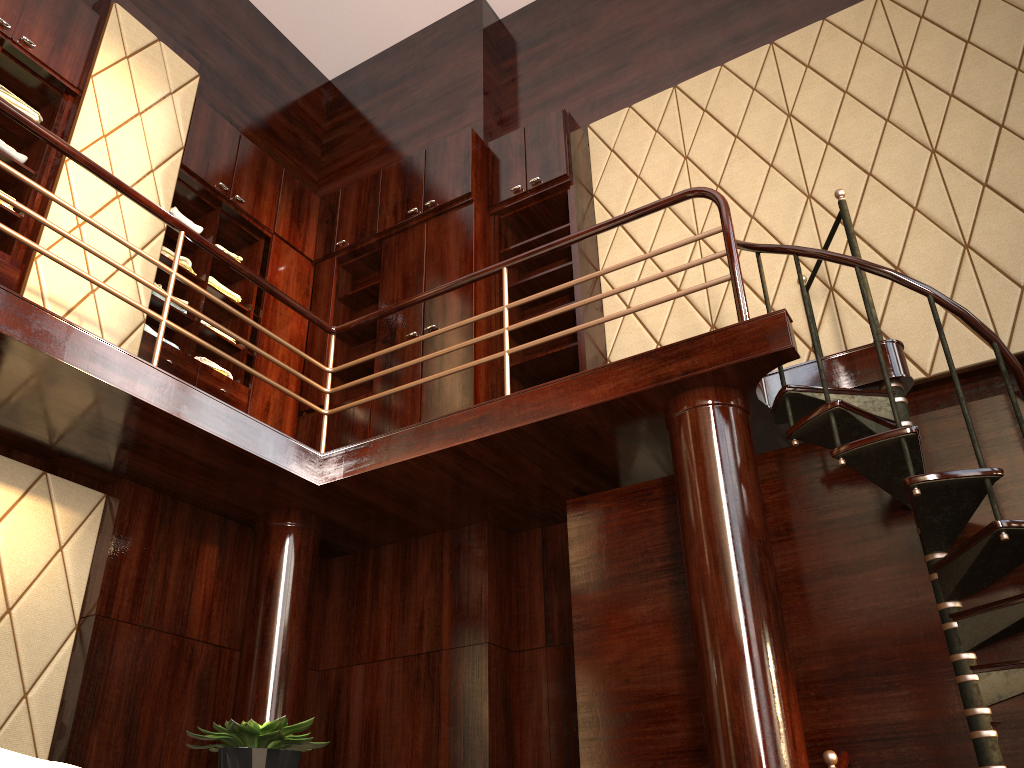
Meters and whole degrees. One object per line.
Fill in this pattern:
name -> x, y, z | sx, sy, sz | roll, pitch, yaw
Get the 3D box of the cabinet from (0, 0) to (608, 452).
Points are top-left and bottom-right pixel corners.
cabinet -> -2.124, -1.387, 3.421 | 2.576, 2.432, 6.767 | -18, -34, 26

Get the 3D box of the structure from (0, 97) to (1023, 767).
structure -> -1.007, -0.066, 1.909 | 3.750, 3.189, 6.107 | -18, -34, 26

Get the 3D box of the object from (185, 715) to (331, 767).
object -> -0.480, 0.727, 1.636 | 0.241, 0.205, 0.256 | -8, -30, 11

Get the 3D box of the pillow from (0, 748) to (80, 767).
pillow -> -0.256, 0.562, 0.868 | 0.685, 0.320, 1.322 | -19, -34, 28

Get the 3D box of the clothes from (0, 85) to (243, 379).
clothes -> -2.967, -1.402, 3.435 | 0.818, 0.954, 4.996 | -13, -32, 20
